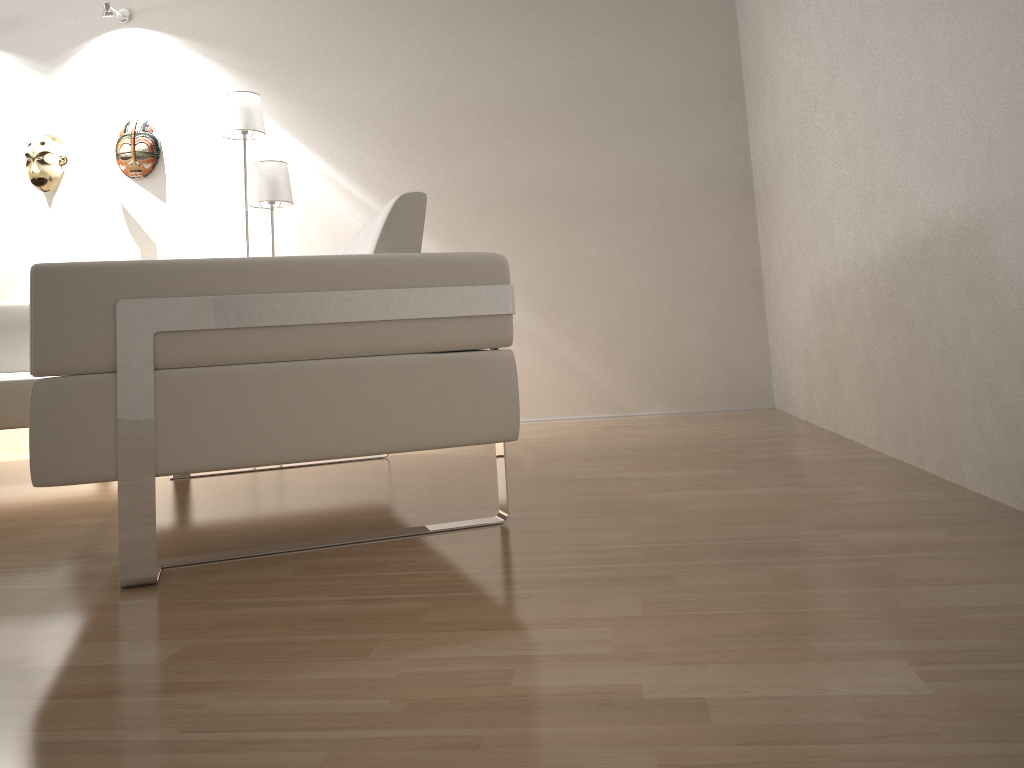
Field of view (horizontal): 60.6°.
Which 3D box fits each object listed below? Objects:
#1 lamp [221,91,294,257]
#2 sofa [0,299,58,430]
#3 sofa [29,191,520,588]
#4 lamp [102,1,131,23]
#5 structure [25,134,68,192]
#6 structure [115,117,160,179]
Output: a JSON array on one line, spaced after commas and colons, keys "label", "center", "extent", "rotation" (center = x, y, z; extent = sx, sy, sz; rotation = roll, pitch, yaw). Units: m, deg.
[{"label": "lamp", "center": [-1.179, -0.557, 4.105], "extent": [0.362, 1.696, 0.206], "rotation": [-7, -7, 26]}, {"label": "sofa", "center": [-2.535, 0.015, 3.628], "extent": [1.785, 0.750, 0.896], "rotation": [-4, -1, -18]}, {"label": "sofa", "center": [-0.690, -0.056, 2.491], "extent": [0.908, 0.747, 1.765], "rotation": [-3, 1, -18]}, {"label": "lamp", "center": [-2.196, -2.054, 4.839], "extent": [0.080, 0.109, 0.189], "rotation": [-4, 0, 7]}, {"label": "structure", "center": [-2.596, -1.226, 4.821], "extent": [0.242, 0.334, 0.128], "rotation": [-4, -5, 7]}, {"label": "structure", "center": [-2.070, -1.301, 4.798], "extent": [0.264, 0.360, 0.074], "rotation": [-4, -6, 6]}]
